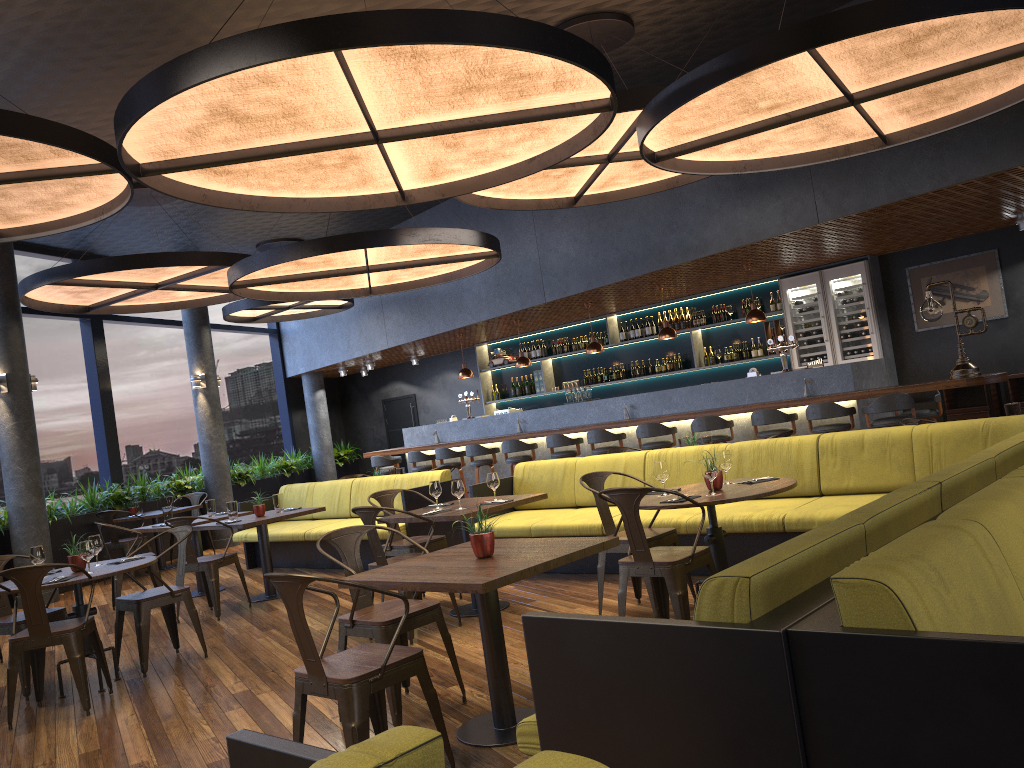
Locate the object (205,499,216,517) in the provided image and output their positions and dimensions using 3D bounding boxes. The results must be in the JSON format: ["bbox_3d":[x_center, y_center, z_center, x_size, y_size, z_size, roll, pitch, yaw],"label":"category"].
[{"bbox_3d":[-3.178,1.312,9.361,0.102,0.178,0.102,-9,-2,18],"label":"object"}]

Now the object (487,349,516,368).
[{"bbox_3d":[-0.196,-0.469,15.553,0.579,0.319,0.229,-10,-3,42],"label":"object"}]

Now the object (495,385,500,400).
[{"bbox_3d":[-0.262,0.150,15.691,0.079,0.281,0.079,-6,-3,-44],"label":"object"}]

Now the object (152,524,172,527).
[{"bbox_3d":[-3.565,1.438,9.040,0.255,0.019,0.157,-10,-3,42],"label":"object"}]

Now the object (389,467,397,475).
[{"bbox_3d":[-1.431,1.105,10.751,0.102,0.178,0.102,-8,-2,-12],"label":"object"}]

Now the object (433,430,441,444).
[{"bbox_3d":[-1.170,0.815,13.695,0.114,0.203,0.069,-8,-2,0],"label":"object"}]

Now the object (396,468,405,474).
[{"bbox_3d":[-1.290,1.071,10.352,0.102,0.178,0.102,-9,-2,28],"label":"object"}]

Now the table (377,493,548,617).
[{"bbox_3d":[-0.309,1.272,6.507,0.887,0.763,0.906,-10,-3,42],"label":"table"}]

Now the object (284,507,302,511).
[{"bbox_3d":[-2.155,1.219,8.643,0.255,0.019,0.157,-10,-3,42],"label":"object"}]

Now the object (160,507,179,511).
[{"bbox_3d":[-4.702,1.713,12.219,0.255,0.019,0.157,-9,-2,18],"label":"object"}]

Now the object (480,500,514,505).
[{"bbox_3d":[-0.126,0.848,6.377,0.255,0.019,0.157,-10,-3,42],"label":"object"}]

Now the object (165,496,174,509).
[{"bbox_3d":[-4.647,1.619,12.062,0.102,0.178,0.102,-10,-2,34],"label":"object"}]

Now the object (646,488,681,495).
[{"bbox_3d":[0.940,0.662,5.486,0.157,0.019,0.255,-7,-3,-41],"label":"object"}]

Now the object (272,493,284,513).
[{"bbox_3d":[-2.235,1.144,8.494,0.102,0.178,0.102,-9,-2,8],"label":"object"}]

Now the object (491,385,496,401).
[{"bbox_3d":[-0.330,0.162,15.750,0.079,0.281,0.079,-7,-2,-29],"label":"object"}]

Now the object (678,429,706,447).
[{"bbox_3d":[1.600,0.517,7.856,0.238,0.271,0.260,-7,-2,-26],"label":"object"}]

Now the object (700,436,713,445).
[{"bbox_3d":[1.699,0.544,7.711,0.102,0.178,0.102,-9,-2,28],"label":"object"}]

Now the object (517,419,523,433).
[{"bbox_3d":[0.107,0.589,12.539,0.114,0.203,0.069,-8,-2,3],"label":"object"}]

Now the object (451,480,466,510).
[{"bbox_3d":[-0.378,0.787,6.294,0.097,0.206,0.097,-10,-3,43],"label":"object"}]

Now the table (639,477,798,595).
[{"bbox_3d":[1.216,1.006,5.227,1.007,0.760,1.007,-8,-2,-10],"label":"table"}]

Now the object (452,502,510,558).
[{"bbox_3d":[-0.151,0.637,3.960,0.260,0.271,0.238,-8,-2,-13],"label":"object"}]

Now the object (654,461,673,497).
[{"bbox_3d":[0.902,0.566,5.316,0.097,0.206,0.097,-7,-2,-23],"label":"object"}]

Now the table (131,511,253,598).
[{"bbox_3d":[-3.294,1.803,9.268,0.887,0.763,0.906,-10,-3,42],"label":"table"}]

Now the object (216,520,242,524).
[{"bbox_3d":[-2.622,1.270,8.173,0.255,0.019,0.157,-10,-3,42],"label":"object"}]

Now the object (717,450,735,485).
[{"bbox_3d":[1.308,0.511,5.437,0.097,0.206,0.097,-8,-2,-6],"label":"object"}]

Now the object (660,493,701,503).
[{"bbox_3d":[0.963,0.642,5.011,0.157,0.019,0.255,-10,-3,45],"label":"object"}]

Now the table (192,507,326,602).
[{"bbox_3d":[-2.346,1.635,8.399,0.906,0.763,0.887,-10,-3,42],"label":"table"}]

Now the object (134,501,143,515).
[{"bbox_3d":[-4.953,1.654,11.770,0.102,0.178,0.102,-9,-2,24],"label":"object"}]

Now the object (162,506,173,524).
[{"bbox_3d":[-3.573,1.364,9.217,0.102,0.178,0.102,-9,-2,18],"label":"object"}]

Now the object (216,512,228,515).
[{"bbox_3d":[-3.098,1.386,9.510,0.255,0.019,0.157,-10,-3,42],"label":"object"}]

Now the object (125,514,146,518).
[{"bbox_3d":[-4.944,1.727,11.600,0.255,0.019,0.157,-9,-2,18],"label":"object"}]

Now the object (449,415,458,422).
[{"bbox_3d":[-0.825,0.559,15.104,0.200,0.106,0.766,-10,-3,42],"label":"object"}]

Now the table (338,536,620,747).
[{"bbox_3d":[-0.092,1.152,3.940,0.906,0.763,0.887,-10,-3,42],"label":"table"}]

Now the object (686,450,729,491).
[{"bbox_3d":[1.178,0.487,5.225,0.238,0.271,0.260,-7,-2,-26],"label":"object"}]

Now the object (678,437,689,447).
[{"bbox_3d":[1.574,0.575,8.076,0.102,0.178,0.102,-8,-2,-12],"label":"object"}]

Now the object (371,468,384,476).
[{"bbox_3d":[-1.567,1.063,10.312,0.238,0.271,0.260,-6,-3,-43],"label":"object"}]

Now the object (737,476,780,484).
[{"bbox_3d":[1.465,0.580,5.337,0.255,0.019,0.157,-8,-2,-16],"label":"object"}]

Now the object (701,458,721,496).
[{"bbox_3d":[1.122,0.524,5.003,0.097,0.206,0.097,-8,-2,-9],"label":"object"}]

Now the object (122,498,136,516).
[{"bbox_3d":[-5.162,1.645,12.004,0.238,0.271,0.260,-10,-3,44],"label":"object"}]

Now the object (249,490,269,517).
[{"bbox_3d":[-2.394,1.118,8.408,0.238,0.271,0.260,-8,-2,-9],"label":"object"}]

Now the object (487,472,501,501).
[{"bbox_3d":[-0.134,0.760,6.554,0.097,0.206,0.097,-10,-2,34],"label":"object"}]

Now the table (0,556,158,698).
[{"bbox_3d":[-2.813,1.613,5.816,1.007,0.760,1.007,-9,-2,30],"label":"table"}]

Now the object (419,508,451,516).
[{"bbox_3d":[-0.537,0.905,6.296,0.157,0.019,0.255,-10,-3,42],"label":"object"}]

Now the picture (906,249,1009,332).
[{"bbox_3d":[5.337,-1.112,10.676,1.039,0.809,0.028,-10,-3,42],"label":"picture"}]

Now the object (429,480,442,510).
[{"bbox_3d":[-0.563,0.824,6.580,0.097,0.206,0.097,-10,-2,34],"label":"object"}]

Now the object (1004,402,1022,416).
[{"bbox_3d":[3.539,0.226,6.250,0.102,0.178,0.102,-9,-2,28],"label":"object"}]

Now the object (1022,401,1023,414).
[{"bbox_3d":[3.581,0.165,6.020,0.238,0.271,0.260,-10,-3,44],"label":"object"}]

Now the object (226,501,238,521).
[{"bbox_3d":[-2.630,1.197,8.350,0.102,0.178,0.102,-7,-3,-42],"label":"object"}]

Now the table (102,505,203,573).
[{"bbox_3d":[-4.754,2.106,11.891,0.887,0.763,0.906,-9,-2,16],"label":"table"}]

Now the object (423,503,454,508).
[{"bbox_3d":[-0.544,0.922,6.750,0.255,0.019,0.157,-10,-3,42],"label":"object"}]
